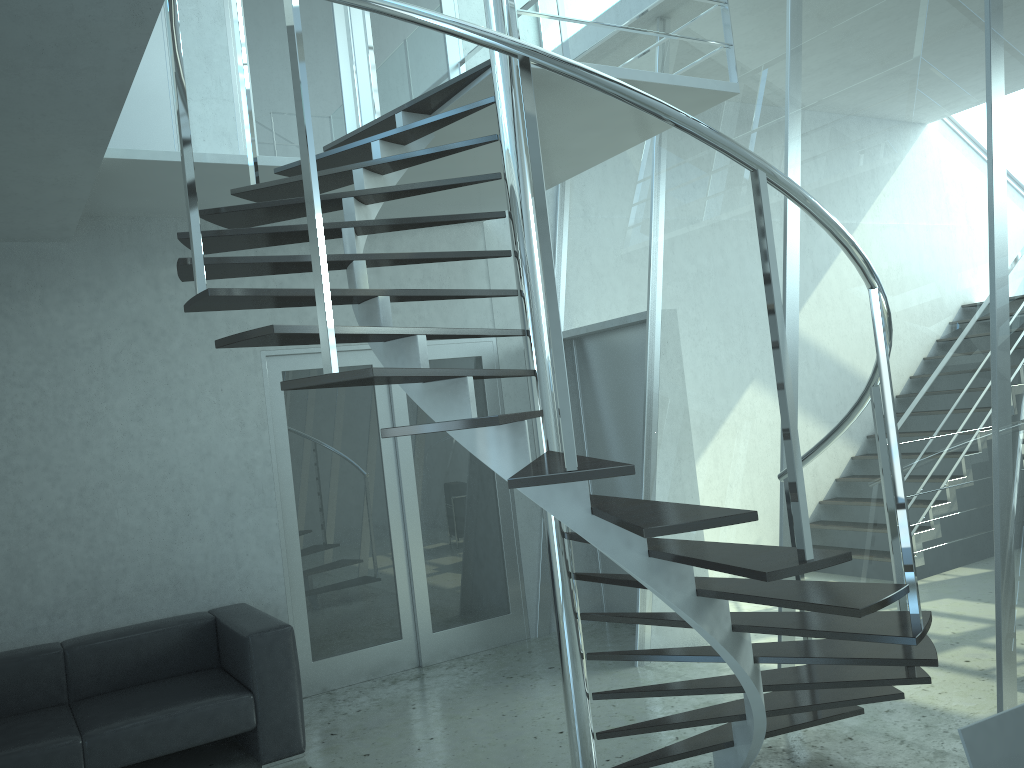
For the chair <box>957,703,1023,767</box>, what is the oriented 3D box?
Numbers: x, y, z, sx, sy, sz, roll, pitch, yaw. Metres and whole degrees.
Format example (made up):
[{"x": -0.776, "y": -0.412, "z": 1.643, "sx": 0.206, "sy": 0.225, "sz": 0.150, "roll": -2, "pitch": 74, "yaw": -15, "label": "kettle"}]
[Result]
[{"x": 1.204, "y": 1.076, "z": 1.612, "sx": 0.413, "sy": 0.857, "sz": 0.492, "roll": -6, "pitch": -2, "yaw": -26, "label": "chair"}]

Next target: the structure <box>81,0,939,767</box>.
[{"x": -0.269, "y": -0.337, "z": 3.970, "sx": 2.655, "sy": 4.156, "sz": 3.780, "roll": -5, "pitch": -2, "yaw": -31, "label": "structure"}]

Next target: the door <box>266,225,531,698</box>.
[{"x": -0.552, "y": 0.458, "z": 6.514, "sx": 1.162, "sy": 3.200, "sz": 2.576, "roll": -7, "pitch": -2, "yaw": 17, "label": "door"}]

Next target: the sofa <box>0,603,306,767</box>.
[{"x": -2.127, "y": 1.628, "z": 4.301, "sx": 2.025, "sy": 0.652, "sz": 0.943, "roll": -5, "pitch": -2, "yaw": -31, "label": "sofa"}]
